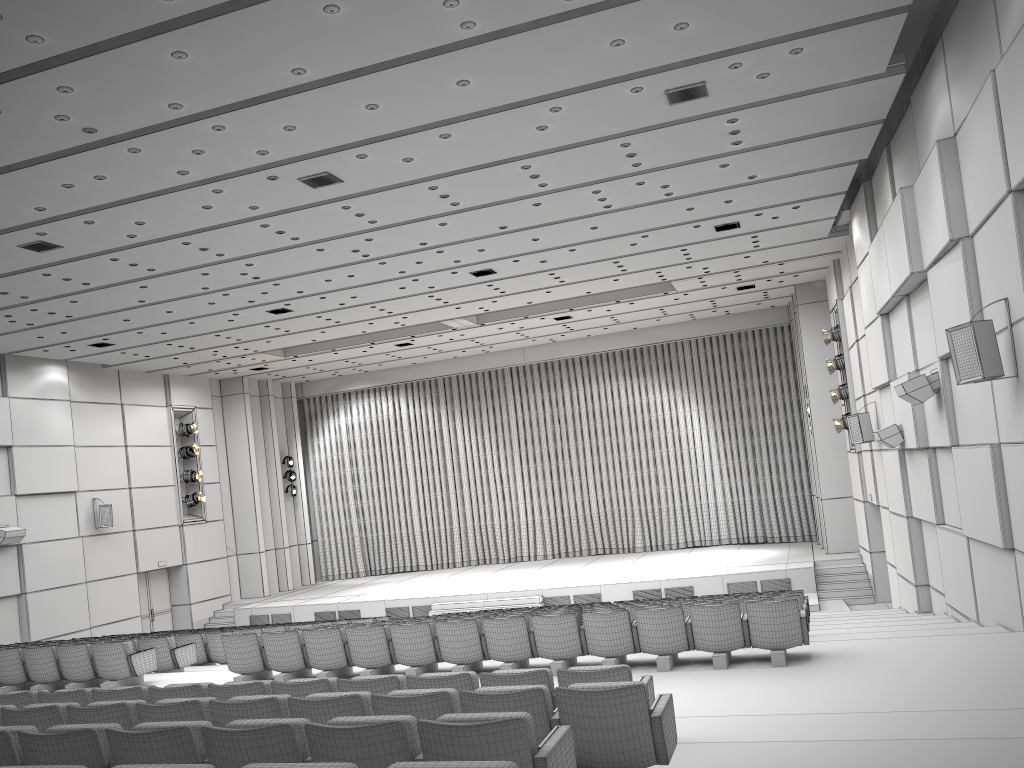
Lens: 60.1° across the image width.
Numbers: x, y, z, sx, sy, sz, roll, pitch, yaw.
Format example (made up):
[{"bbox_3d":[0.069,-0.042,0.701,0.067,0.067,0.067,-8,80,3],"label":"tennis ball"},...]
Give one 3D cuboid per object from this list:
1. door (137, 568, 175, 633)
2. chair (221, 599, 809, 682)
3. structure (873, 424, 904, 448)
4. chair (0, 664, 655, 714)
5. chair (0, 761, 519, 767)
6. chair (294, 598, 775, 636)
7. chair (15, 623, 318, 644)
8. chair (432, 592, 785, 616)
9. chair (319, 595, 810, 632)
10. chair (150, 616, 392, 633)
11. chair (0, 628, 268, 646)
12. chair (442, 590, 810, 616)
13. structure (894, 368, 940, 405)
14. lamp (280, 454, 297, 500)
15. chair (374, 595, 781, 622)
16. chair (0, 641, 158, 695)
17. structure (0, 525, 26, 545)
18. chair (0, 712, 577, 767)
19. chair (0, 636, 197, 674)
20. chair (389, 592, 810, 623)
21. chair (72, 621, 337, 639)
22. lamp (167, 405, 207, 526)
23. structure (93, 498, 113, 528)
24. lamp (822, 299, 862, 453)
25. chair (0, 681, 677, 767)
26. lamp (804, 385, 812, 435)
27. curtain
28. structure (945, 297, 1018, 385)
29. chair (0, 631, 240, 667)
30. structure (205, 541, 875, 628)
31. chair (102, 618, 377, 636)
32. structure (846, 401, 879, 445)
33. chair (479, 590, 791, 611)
[{"bbox_3d":[-9.581,6.033,23.493,0.086,2.169,1.701,-7,-4,17],"label":"door"},{"bbox_3d":[-0.227,2.833,9.657,6.619,0.619,0.613,-8,-5,18],"label":"chair"},{"bbox_3d":[5.851,0.778,13.639,0.472,0.416,0.521,-8,-5,14],"label":"structure"},{"bbox_3d":[-5.334,3.057,7.911,13.237,0.619,0.613,-8,-5,18],"label":"chair"},{"bbox_3d":[-6.366,2.371,4.778,13.788,0.619,0.613,-8,-5,18],"label":"chair"},{"bbox_3d":[0.141,3.058,10.693,6.067,0.619,0.613,-8,-5,18],"label":"chair"},{"bbox_3d":[-6.362,4.849,16.239,6.618,0.619,0.613,-8,-5,18],"label":"chair"},{"bbox_3d":[1.551,3.967,14.860,6.067,0.619,0.613,-8,-5,18],"label":"chair"},{"bbox_3d":[0.477,3.288,11.740,6.618,0.619,0.613,-8,-5,18],"label":"chair"},{"bbox_3d":[-5.253,5.524,19.354,6.067,0.619,0.613,-8,-5,18],"label":"chair"},{"bbox_3d":[-6.698,4.619,15.192,6.067,0.619,0.613,-8,-5,18],"label":"chair"},{"bbox_3d":[1.887,4.197,15.907,6.618,0.619,0.613,-8,-5,18],"label":"chair"},{"bbox_3d":[5.144,0.048,11.210,0.471,0.416,0.521,-7,-5,13],"label":"structure"},{"bbox_3d":[-7.069,2.929,27.996,0.438,1.472,0.385,-7,-3,22],"label":"lamp"},{"bbox_3d":[0.846,3.513,12.777,6.067,0.619,0.613,-8,-5,18],"label":"chair"},{"bbox_3d":[-7.771,3.940,12.072,6.618,0.619,0.613,-8,-5,18],"label":"chair"},{"bbox_3d":[-10.809,3.222,18.972,0.472,0.416,0.521,-8,-5,19],"label":"structure"},{"bbox_3d":[-6.039,2.602,5.828,13.237,0.619,0.613,-8,-5,18],"label":"chair"},{"bbox_3d":[-7.402,4.165,13.109,6.067,0.619,0.613,-8,-5,18],"label":"chair"},{"bbox_3d":[1.182,3.742,13.824,6.618,0.619,0.613,-8,-5,18],"label":"chair"},{"bbox_3d":[-5.993,5.074,17.275,6.067,0.619,0.613,-8,-5,18],"label":"chair"},{"bbox_3d":[-9.059,2.258,24.671,0.748,3.328,1.021,-7,-3,17],"label":"lamp"},{"bbox_3d":[-9.934,3.123,21.501,0.409,0.741,0.411,-5,-4,-25],"label":"structure"},{"bbox_3d":[7.337,-0.145,19.443,0.757,3.328,1.023,-7,-3,13],"label":"lamp"},{"bbox_3d":[-5.661,2.826,6.861,13.788,0.619,0.613,-8,-5,18],"label":"chair"},{"bbox_3d":[7.568,0.643,22.055,0.437,1.472,0.386,-7,-3,13],"label":"lamp"},{"bbox_3d":[1.103,2.270,27.713,16.175,6.495,1.431,-8,-3,18],"label":"curtain"},{"bbox_3d":[4.362,-0.389,8.222,0.409,0.741,0.411,-5,-4,-25],"label":"structure"},{"bbox_3d":[-7.066,4.394,14.156,6.618,0.619,0.613,-8,-5,18],"label":"chair"},{"bbox_3d":[0.594,5.686,24.563,17.869,0.842,8.334,-8,-7,17],"label":"structure"},{"bbox_3d":[-5.657,5.303,18.322,6.618,0.619,0.613,-8,-5,18],"label":"chair"},{"bbox_3d":[6.495,0.724,16.339,0.409,0.741,0.411,-5,-4,-25],"label":"structure"},{"bbox_3d":[2.290,4.417,16.939,6.067,0.619,0.613,-8,-5,18],"label":"chair"}]
